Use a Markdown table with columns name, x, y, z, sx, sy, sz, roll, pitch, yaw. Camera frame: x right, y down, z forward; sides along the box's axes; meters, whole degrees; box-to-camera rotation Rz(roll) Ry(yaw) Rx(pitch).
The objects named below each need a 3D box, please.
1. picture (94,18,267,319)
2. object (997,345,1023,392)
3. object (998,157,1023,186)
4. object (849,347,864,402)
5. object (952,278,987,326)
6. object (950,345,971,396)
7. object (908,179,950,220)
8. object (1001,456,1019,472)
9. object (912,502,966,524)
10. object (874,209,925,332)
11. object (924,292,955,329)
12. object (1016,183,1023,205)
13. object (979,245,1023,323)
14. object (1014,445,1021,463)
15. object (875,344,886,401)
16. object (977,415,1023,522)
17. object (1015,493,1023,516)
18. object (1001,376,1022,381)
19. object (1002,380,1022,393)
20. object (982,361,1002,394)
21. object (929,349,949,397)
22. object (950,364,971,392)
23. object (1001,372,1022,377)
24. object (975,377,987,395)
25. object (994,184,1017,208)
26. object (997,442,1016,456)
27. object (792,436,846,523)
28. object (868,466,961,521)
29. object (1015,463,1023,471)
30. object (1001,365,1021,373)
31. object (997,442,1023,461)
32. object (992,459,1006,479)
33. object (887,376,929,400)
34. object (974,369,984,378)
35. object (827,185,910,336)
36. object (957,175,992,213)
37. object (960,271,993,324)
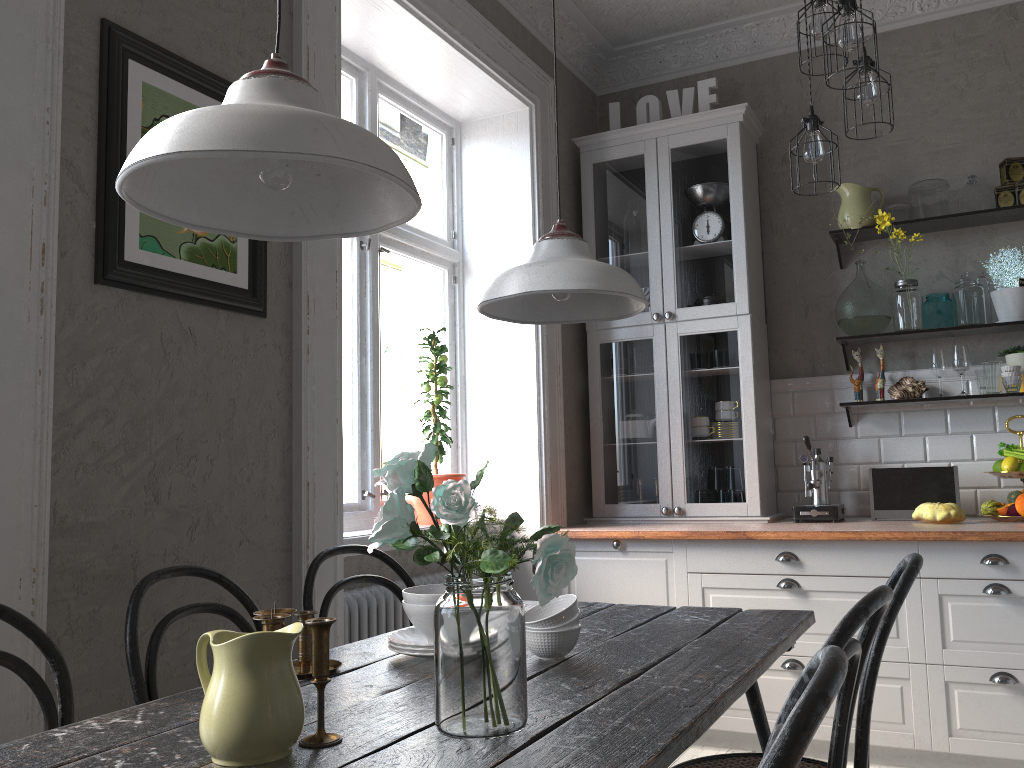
| name | x | y | z | sx | sy | sz | roll | pitch | yaw |
| --- | --- | --- | --- | --- | --- | --- | --- | --- | --- |
| picture | -0.803 | -0.508 | 2.223 | 0.019 | 0.619 | 0.530 | -4 | -7 | 27 |
| object | 2.173 | -0.063 | 3.794 | 0.156 | 0.217 | 0.156 | -2 | -6 | 6 |
| object | 2.148 | -0.905 | 3.800 | 0.082 | 0.113 | 0.083 | -2 | -6 | 7 |
| object | 1.582 | -0.038 | 4.058 | 0.053 | 0.264 | 0.061 | -1 | -6 | -2 |
| object | 1.968 | -0.346 | 3.814 | 0.127 | 0.206 | 0.122 | 4 | -8 | -40 |
| object | 1.921 | -0.056 | 3.785 | 0.081 | 0.217 | 0.082 | -3 | -6 | 13 |
| object | 1.865 | -0.804 | 3.953 | 0.175 | 0.184 | 0.169 | 1 | -6 | -24 |
| object | 1.977 | 0.321 | 3.515 | 0.080 | 0.069 | 0.058 | 4 | -8 | -44 |
| object | 1.698 | 0.513 | 3.525 | 0.193 | 0.083 | 0.192 | -5 | -7 | 27 |
| object | 1.705 | -0.500 | 3.896 | 0.189 | 0.540 | 0.284 | -3 | -6 | 19 |
| object | 1.901 | -0.314 | 3.945 | 0.124 | 0.172 | 0.128 | -5 | -7 | 30 |
| object | 2.202 | -0.797 | 3.774 | 0.081 | 0.113 | 0.084 | -6 | -7 | 36 |
| object | 2.173 | -0.427 | 3.822 | 0.239 | 0.354 | 0.239 | -7 | -8 | 44 |
| object | 2.109 | 0.291 | 3.580 | 0.090 | 0.096 | 0.177 | 4 | -8 | -43 |
| object | 1.667 | -0.047 | 3.999 | 0.062 | 0.264 | 0.052 | 2 | -7 | -27 |
| object | 2.053 | 0.336 | 3.556 | 0.349 | 0.425 | 0.355 | -3 | -6 | 12 |
| object | 2.008 | 0.463 | 3.425 | 0.113 | 0.110 | 0.111 | -1 | -6 | -6 |
| object | 2.083 | -0.005 | 3.689 | 0.076 | 0.051 | 0.078 | -4 | -6 | 19 |
| object | 2.084 | 0.012 | 3.687 | 0.076 | 0.051 | 0.078 | -4 | -6 | 19 |
| object | 2.043 | -0.023 | 3.760 | 0.079 | 0.139 | 0.079 | -1 | -6 | -1 |
| object | 1.886 | -0.042 | 3.908 | 0.081 | 0.217 | 0.082 | -3 | -6 | 13 |
| object | 1.961 | -0.048 | 3.867 | 0.081 | 0.217 | 0.082 | -3 | -6 | 13 |
| object | 2.083 | -0.022 | 3.691 | 0.079 | 0.051 | 0.075 | 4 | -8 | -44 |
| object | 2.052 | 0.013 | 3.838 | 0.076 | 0.083 | 0.079 | -7 | -8 | 44 |
| object | 2.126 | -0.790 | 3.815 | 0.081 | 0.113 | 0.084 | -4 | -7 | 27 |
| object | 1.995 | 0.261 | 3.567 | 0.072 | 0.058 | 0.051 | -2 | -6 | 3 |
| object | 1.320 | 0.414 | 3.852 | 0.202 | 0.370 | 0.359 | -4 | -7 | 27 |
| object | 1.706 | 0.465 | 3.756 | 0.345 | 0.226 | 0.089 | -4 | -7 | 26 |
| object | 2.021 | 0.342 | 3.509 | 0.062 | 0.061 | 0.068 | -4 | -7 | 26 |
| object | 2.082 | -0.047 | 3.693 | 0.076 | 0.051 | 0.078 | -3 | -6 | 12 |
| object | 2.052 | 0.278 | 3.532 | 0.207 | 0.101 | 0.068 | -5 | -7 | 33 |
| object | 2.000 | 0.344 | 3.587 | 0.095 | 0.078 | 0.102 | -3 | -6 | 14 |
| object | 1.749 | 0.018 | 3.924 | 0.176 | 0.111 | 0.096 | -2 | -6 | 4 |
| object | 2.051 | -0.020 | 3.841 | 0.076 | 0.083 | 0.079 | -7 | -8 | 44 |
| object | 1.570 | -0.552 | 4.017 | 0.335 | 0.674 | 0.336 | -1 | -6 | -5 |
| object | 2.067 | -0.826 | 3.963 | 0.141 | 0.220 | 0.138 | 0 | -6 | -14 |
| object | 2.058 | -0.364 | 3.942 | 0.129 | 0.264 | 0.134 | -5 | -7 | 32 |
